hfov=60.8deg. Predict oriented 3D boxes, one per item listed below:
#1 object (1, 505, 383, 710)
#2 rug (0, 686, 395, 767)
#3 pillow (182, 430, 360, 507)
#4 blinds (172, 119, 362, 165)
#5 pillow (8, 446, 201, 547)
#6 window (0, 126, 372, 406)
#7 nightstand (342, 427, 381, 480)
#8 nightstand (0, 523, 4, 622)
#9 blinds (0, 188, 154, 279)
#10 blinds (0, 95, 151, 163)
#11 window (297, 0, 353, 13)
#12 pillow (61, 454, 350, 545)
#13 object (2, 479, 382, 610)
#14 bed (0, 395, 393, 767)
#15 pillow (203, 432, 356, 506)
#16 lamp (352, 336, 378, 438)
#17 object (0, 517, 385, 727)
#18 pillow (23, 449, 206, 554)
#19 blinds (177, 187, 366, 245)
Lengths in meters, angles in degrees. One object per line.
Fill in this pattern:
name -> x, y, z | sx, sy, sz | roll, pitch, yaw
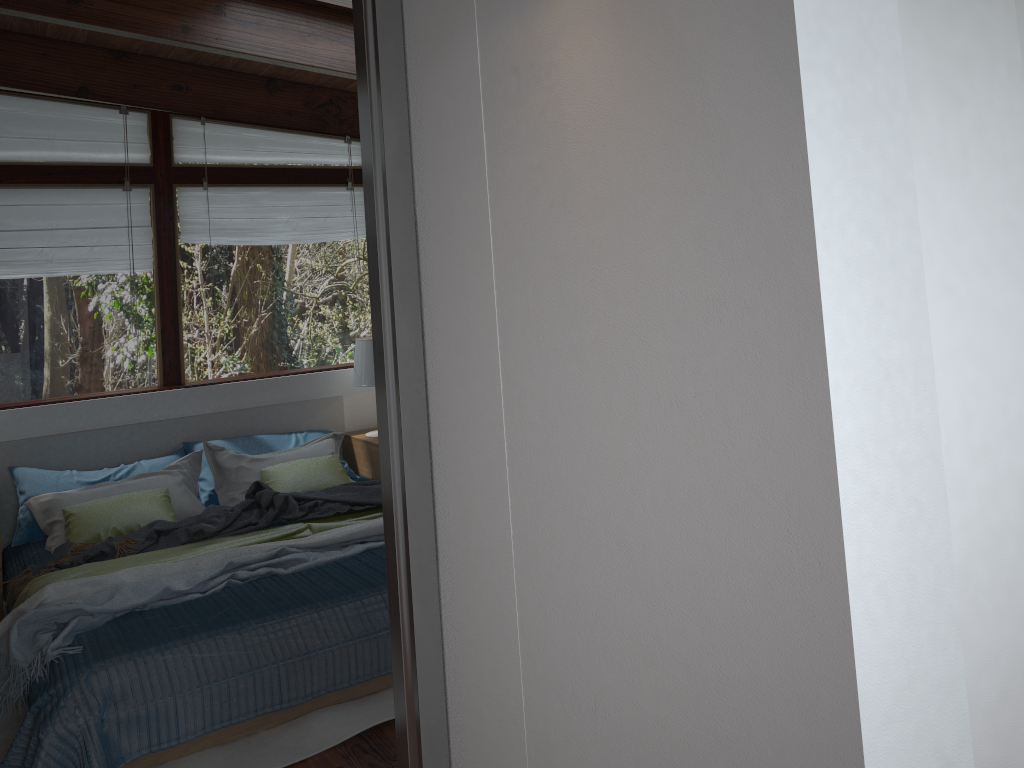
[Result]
object -> -1.041, 0.839, 3.762 | 2.121, 0.449, 0.488 | -9, 4, -36
rug -> -0.828, 1.022, 3.536 | 2.730, 0.049, 1.794 | -8, 8, -33
pillow -> -1.380, 0.441, 5.013 | 0.927, 0.320, 0.364 | -8, 4, -35
blinds -> -1.502, -1.533, 5.543 | 1.249, 0.278, 0.031 | -8, -1, -32
pillow -> -2.108, 0.542, 4.548 | 0.918, 0.331, 0.345 | -8, 4, -34
window -> 0.223, -0.692, 1.757 | 5.303, 1.939, 8.272 | -7, 7, -32
nightstand -> -0.708, 0.572, 5.300 | 0.430, 0.545, 0.605 | -4, 2, -32
nightstand -> -2.636, 0.853, 4.066 | 0.430, 0.545, 0.605 | -4, 2, -32
blinds -> -2.612, -0.829, 4.761 | 1.243, 0.499, 0.054 | -7, -1, -32
blinds -> -2.658, -1.431, 4.810 | 1.249, 0.425, 0.031 | -8, -1, -32
window -> 0.542, -1.752, 2.102 | 1.060, 0.206, 5.337 | -8, 8, -32
pillow -> -1.465, 0.569, 4.356 | 1.388, 0.220, 0.309 | -8, 5, -33
object -> -1.123, 0.665, 3.982 | 2.136, 0.409, 0.627 | -7, 4, -24
bed -> -1.122, 0.643, 3.958 | 2.152, 0.772, 2.566 | -7, 7, -31
pillow -> -1.211, 0.451, 4.742 | 0.858, 0.393, 0.358 | -8, 3, -38
lamp -> -0.774, 0.005, 5.341 | 0.408, 0.593, 0.402 | -4, 0, -41
object -> -0.879, 0.810, 3.443 | 2.171, 0.378, 0.533 | -9, 5, -37
pillow -> -1.901, 0.589, 4.310 | 0.879, 0.361, 0.470 | -8, 5, -37
blinds -> -0.907, -1.290, 5.875 | 2.579, 0.660, 0.053 | -8, -1, -32
